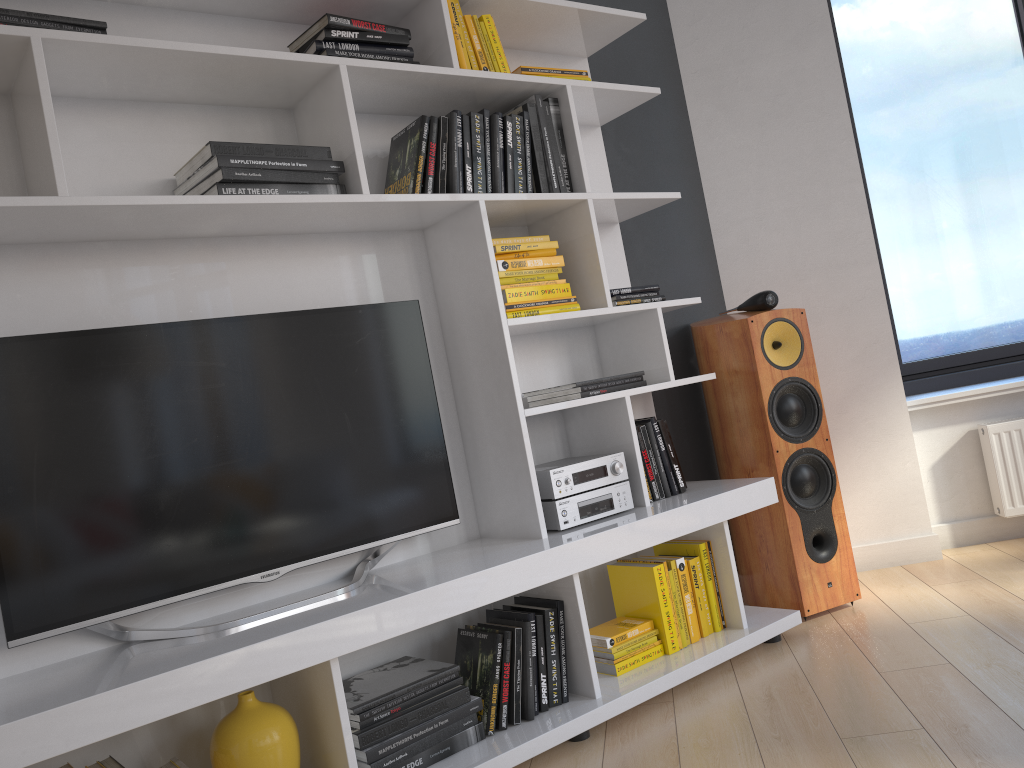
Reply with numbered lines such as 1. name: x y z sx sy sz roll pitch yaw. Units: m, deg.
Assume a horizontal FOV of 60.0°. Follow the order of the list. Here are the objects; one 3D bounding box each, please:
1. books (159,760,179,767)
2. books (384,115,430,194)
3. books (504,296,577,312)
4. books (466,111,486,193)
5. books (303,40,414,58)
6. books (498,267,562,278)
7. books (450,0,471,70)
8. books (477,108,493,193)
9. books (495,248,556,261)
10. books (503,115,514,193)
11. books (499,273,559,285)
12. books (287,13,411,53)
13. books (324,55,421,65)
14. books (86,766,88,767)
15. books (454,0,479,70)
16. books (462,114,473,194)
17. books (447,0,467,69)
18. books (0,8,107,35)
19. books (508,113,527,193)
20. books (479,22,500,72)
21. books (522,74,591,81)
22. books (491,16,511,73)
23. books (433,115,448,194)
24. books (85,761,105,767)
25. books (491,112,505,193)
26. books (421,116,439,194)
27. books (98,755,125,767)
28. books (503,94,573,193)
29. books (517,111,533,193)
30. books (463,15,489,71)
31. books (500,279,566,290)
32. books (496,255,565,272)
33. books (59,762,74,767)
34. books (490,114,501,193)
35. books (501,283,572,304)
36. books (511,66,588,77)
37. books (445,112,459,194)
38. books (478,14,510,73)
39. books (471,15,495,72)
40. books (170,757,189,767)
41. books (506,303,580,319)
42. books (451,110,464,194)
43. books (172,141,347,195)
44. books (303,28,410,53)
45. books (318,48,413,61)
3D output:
1. books: -0.654 0.871 1.794 0.067 0.193 0.148 -10 -2 -36
2. books: -0.293 -0.598 2.445 0.104 0.234 0.182 -10 -2 -37
3. books: 0.033 -0.221 2.653 0.257 0.024 0.203 -10 -2 -34
4. books: -0.149 -0.630 2.560 0.084 0.249 0.191 -10 -2 -37
5. books: -0.442 -0.875 2.433 0.284 0.030 0.214 -10 -2 -33
6. books: 0.006 -0.317 2.669 0.239 0.019 0.171 -10 -2 -37
7. books: -0.196 -0.966 2.546 0.041 0.224 0.163 -10 -2 -39
8. books: -0.124 -0.639 2.581 0.066 0.260 0.197 -10 -2 -37
9. books: -0.001 -0.370 2.673 0.227 0.022 0.160 -10 -1 -21
10. books: -0.058 -0.643 2.611 0.071 0.243 0.179 -10 -2 -38
11. books: 0.011 -0.297 2.648 0.217 0.023 0.145 -10 -2 -33
12. books: -0.443 -0.931 2.422 0.266 0.030 0.209 -9 -2 -43
13. books: -0.421 -0.828 2.412 0.284 0.030 0.214 -10 -2 -33
14. books: -0.779 0.869 1.701 0.043 0.240 0.169 -10 -2 -38
15. books: -0.177 -0.969 2.571 0.054 0.224 0.164 -10 -2 -38
16. books: -0.175 -0.621 2.533 0.068 0.243 0.179 -10 -2 -38
17. books: -0.203 -0.967 2.517 0.041 0.229 0.161 -10 -2 -38
18. books: -1.066 -0.728 1.917 0.310 0.047 0.250 -9 -2 -41
19. books: -0.035 -0.650 2.643 0.084 0.249 0.191 -10 -2 -37
20. books: -0.093 -0.951 2.580 0.046 0.161 0.108 -10 -2 -38
21. books: 0.090 -0.914 2.777 0.257 0.028 0.194 -10 -2 -32
22. books: -0.071 -0.967 2.626 0.044 0.184 0.142 -10 -2 -36
23. books: -0.237 -0.607 2.477 0.081 0.233 0.169 -10 -2 -38
24. books: -0.771 0.870 1.731 0.043 0.235 0.171 -10 -2 -39
25. books: -0.087 -0.643 2.606 0.075 0.254 0.192 -10 -2 -38
26. books: -0.269 -0.601 2.469 0.096 0.234 0.187 -10 -2 -37
27. books: -0.751 0.867 1.758 0.056 0.235 0.172 -10 -2 -38
28. books: 0.046 -0.693 2.746 0.128 0.321 0.259 -10 -2 -37
29. books: -0.010 -0.659 2.664 0.066 0.260 0.197 -10 -2 -37
30. books: -0.136 -0.954 2.572 0.054 0.180 0.132 -10 -2 -37
31. books: 0.009 -0.279 2.669 0.251 0.014 0.189 -10 -2 -34
32. books: 0.011 -0.344 2.674 0.239 0.033 0.176 -10 -2 -34
33. books: -0.816 0.870 1.698 0.055 0.252 0.185 -10 -2 -38
34. books: -0.088 -0.636 2.571 0.069 0.242 0.172 -10 -2 -36
35. books: 0.025 -0.253 2.658 0.243 0.042 0.189 -10 -2 -37
36. books: 0.078 -0.938 2.782 0.257 0.024 0.203 -10 -2 -34
37. books: -0.202 -0.616 2.487 0.069 0.242 0.172 -10 -2 -36
38. books: -0.085 -0.965 2.606 0.064 0.184 0.141 -10 -2 -36
39. books: -0.116 -0.957 2.578 0.044 0.178 0.128 -10 -2 -37
40. books: -0.640 0.869 1.816 0.046 0.193 0.149 -10 -2 -36
41. books: 0.045 -0.197 2.648 0.257 0.028 0.194 -10 -2 -32
42. books: -0.201 -0.623 2.522 0.075 0.254 0.192 -10 -2 -38
43. books: -0.630 -0.491 2.223 0.343 0.137 0.277 -9 -2 -42
44. books: -0.429 -0.907 2.414 0.246 0.026 0.180 -10 -2 -34
45. books: -0.429 -0.852 2.414 0.264 0.020 0.189 -10 -2 -38
